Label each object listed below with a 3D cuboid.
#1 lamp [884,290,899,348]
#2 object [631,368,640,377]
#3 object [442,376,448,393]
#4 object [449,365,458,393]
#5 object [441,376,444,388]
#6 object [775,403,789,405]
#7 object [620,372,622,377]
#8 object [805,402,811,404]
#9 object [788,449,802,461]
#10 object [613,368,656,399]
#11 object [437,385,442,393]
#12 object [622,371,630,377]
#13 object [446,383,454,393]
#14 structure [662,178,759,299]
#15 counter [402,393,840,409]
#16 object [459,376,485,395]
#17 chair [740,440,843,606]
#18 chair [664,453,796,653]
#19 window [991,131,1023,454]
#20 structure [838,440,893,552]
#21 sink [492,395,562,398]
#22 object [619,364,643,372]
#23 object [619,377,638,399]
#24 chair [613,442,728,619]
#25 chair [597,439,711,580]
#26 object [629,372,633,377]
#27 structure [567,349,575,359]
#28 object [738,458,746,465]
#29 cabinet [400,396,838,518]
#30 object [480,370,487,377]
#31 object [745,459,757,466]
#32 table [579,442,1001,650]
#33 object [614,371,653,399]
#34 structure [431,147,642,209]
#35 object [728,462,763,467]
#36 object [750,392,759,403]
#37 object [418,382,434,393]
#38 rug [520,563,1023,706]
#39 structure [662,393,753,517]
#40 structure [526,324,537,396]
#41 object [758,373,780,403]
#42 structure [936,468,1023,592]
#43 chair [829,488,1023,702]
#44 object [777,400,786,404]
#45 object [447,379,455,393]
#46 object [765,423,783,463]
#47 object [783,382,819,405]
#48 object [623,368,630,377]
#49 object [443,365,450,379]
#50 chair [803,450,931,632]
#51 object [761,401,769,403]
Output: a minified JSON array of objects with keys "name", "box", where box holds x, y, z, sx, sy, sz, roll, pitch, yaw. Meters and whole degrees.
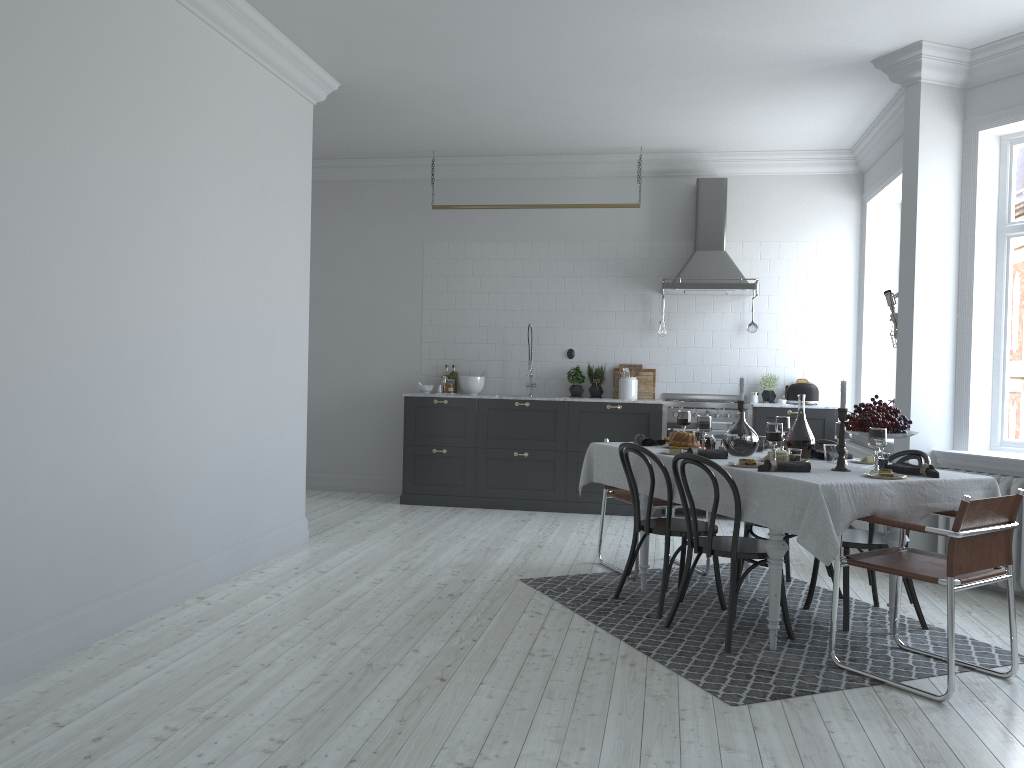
[{"name":"lamp","box":[2.592,-0.146,5.911,0.131,0.977,0.312,1,1,-16]},{"name":"object","box":[1.134,-0.007,8.373,0.131,0.296,0.056,1,1,-11]},{"name":"object","box":[-0.656,0.007,8.658,0.059,0.172,0.059,2,1,41]},{"name":"object","box":[-0.569,-0.047,8.763,0.089,0.282,0.082,2,1,10]},{"name":"object","box":[-0.675,0.006,8.720,0.059,0.172,0.059,2,1,41]},{"name":"object","box":[2.385,0.178,7.823,0.126,0.008,0.126,2,1,36]},{"name":"object","box":[1.061,0.012,8.342,0.117,0.251,0.061,2,1,40]},{"name":"object","box":[2.591,0.169,7.863,0.119,0.031,0.074,2,1,43]},{"name":"object","box":[1.371,0.363,4.302,0.066,0.094,0.066,1,1,-1]},{"name":"object","box":[1.173,-0.003,8.500,0.400,0.290,0.030,2,1,10]},{"name":"object","box":[-0.703,0.051,8.621,0.046,0.084,0.046,1,1,-4]},{"name":"object","box":[1.050,0.008,8.320,0.054,0.262,0.149,1,1,-15]},{"name":"object","box":[-0.603,0.045,8.614,0.078,0.101,0.078,2,1,38]},{"name":"structure","box":[1.813,-1.334,8.098,0.843,1.079,0.567,2,1,10]},{"name":"counter","box":[0.951,0.150,8.242,3.902,0.020,0.624,2,1,10]},{"name":"object","box":[-0.393,0.014,8.634,0.247,0.175,0.247,2,1,23]},{"name":"chair","box":[1.652,0.788,5.241,0.564,0.909,0.463,1,1,-27]},{"name":"chair","box":[1.066,0.789,4.382,0.564,0.909,0.463,1,1,-32]},{"name":"window","box":[3.643,-0.558,4.846,0.061,2.080,2.079,1,1,-27]},{"name":"structure","box":[2.854,0.882,7.246,0.245,0.753,1.673,2,1,10]},{"name":"sink","box":[0.128,0.220,8.343,0.669,0.203,0.384,2,1,10]},{"name":"object","box":[1.132,-0.023,8.475,0.220,0.330,0.041,2,1,10]},{"name":"object","box":[1.092,0.039,8.342,0.174,0.208,0.174,1,1,5]},{"name":"chair","box":[0.864,0.775,4.916,0.564,0.909,0.463,1,1,-27]},{"name":"chair","box":[0.923,0.797,5.799,0.546,0.837,0.593,1,1,-19]},{"name":"object","box":[1.126,0.015,8.377,0.050,0.247,0.114,1,1,-25]},{"name":"structure","box":[0.570,-0.293,8.604,0.079,0.103,0.032,2,1,10]},{"name":"object","box":[1.142,0.384,4.357,0.057,0.037,0.021,1,1,-9]},{"name":"cabinet","box":[0.937,0.666,8.240,3.897,1.012,0.646,2,1,10]},{"name":"object","box":[-0.327,-0.023,8.652,0.209,0.232,0.042,1,1,-39]},{"name":"object","box":[1.163,0.385,4.322,0.051,0.039,0.036,1,1,-40]},{"name":"table","box":[1.348,0.817,4.830,1.210,0.842,2.179,1,1,-23]},{"name":"object","box":[1.159,0.013,8.446,0.360,0.261,0.053,2,1,10]},{"name":"structure","box":[0.207,-1.917,8.280,1.988,0.556,0.053,2,1,10]},{"name":"object","box":[1.154,0.397,4.351,0.182,0.013,0.182,2,1,25]},{"name":"object","box":[2.245,0.125,8.211,0.072,0.095,0.072,1,1,-35]},{"name":"object","box":[-0.841,0.036,8.674,0.159,0.110,0.172,1,1,5]},{"name":"rug","box":[1.233,1.228,4.767,1.701,0.021,2.166,1,1,-22]},{"name":"structure","box":[1.759,0.647,8.094,0.779,1.096,0.651,2,1,10]},{"name":"structure","box":[0.174,-0.227,8.451,0.100,0.692,0.266,2,1,10]},{"name":"object","box":[2.369,0.034,8.173,0.210,0.283,0.220,2,1,23]},{"name":"structure","box":[3.130,0.929,4.921,0.245,0.753,1.710,1,1,-27]},{"name":"chair","box":[1.804,0.851,3.867,0.546,0.837,0.593,1,1,-35]},{"name":"object","box":[2.384,0.159,7.823,0.072,0.040,0.070,1,1,2]},{"name":"object","box":[-0.606,0.023,8.719,0.077,0.141,0.044,2,1,10]},{"name":"object","box":[1.291,0.301,4.368,0.083,0.215,0.083,2,1,15]},{"name":"object","box":[2.648,0.080,8.127,0.326,0.207,0.219,2,1,15]},{"name":"object","box":[1.094,-0.007,8.352,0.064,0.290,0.141,1,1,-16]},{"name":"object","box":[-0.649,-0.049,8.782,0.066,0.282,0.066,1,1,5]},{"name":"chair","box":[1.904,0.803,4.720,0.564,0.909,0.463,1,1,-12]},{"name":"object","box":[2.299,0.166,8.111,0.091,0.018,0.062,1,1,7]}]
